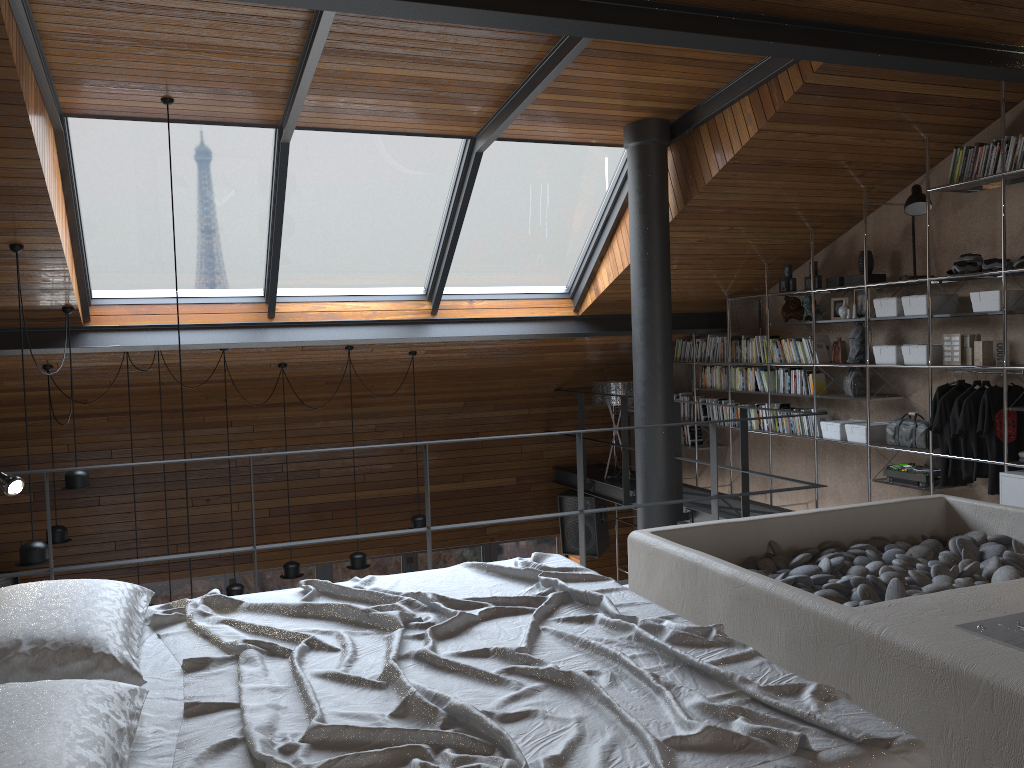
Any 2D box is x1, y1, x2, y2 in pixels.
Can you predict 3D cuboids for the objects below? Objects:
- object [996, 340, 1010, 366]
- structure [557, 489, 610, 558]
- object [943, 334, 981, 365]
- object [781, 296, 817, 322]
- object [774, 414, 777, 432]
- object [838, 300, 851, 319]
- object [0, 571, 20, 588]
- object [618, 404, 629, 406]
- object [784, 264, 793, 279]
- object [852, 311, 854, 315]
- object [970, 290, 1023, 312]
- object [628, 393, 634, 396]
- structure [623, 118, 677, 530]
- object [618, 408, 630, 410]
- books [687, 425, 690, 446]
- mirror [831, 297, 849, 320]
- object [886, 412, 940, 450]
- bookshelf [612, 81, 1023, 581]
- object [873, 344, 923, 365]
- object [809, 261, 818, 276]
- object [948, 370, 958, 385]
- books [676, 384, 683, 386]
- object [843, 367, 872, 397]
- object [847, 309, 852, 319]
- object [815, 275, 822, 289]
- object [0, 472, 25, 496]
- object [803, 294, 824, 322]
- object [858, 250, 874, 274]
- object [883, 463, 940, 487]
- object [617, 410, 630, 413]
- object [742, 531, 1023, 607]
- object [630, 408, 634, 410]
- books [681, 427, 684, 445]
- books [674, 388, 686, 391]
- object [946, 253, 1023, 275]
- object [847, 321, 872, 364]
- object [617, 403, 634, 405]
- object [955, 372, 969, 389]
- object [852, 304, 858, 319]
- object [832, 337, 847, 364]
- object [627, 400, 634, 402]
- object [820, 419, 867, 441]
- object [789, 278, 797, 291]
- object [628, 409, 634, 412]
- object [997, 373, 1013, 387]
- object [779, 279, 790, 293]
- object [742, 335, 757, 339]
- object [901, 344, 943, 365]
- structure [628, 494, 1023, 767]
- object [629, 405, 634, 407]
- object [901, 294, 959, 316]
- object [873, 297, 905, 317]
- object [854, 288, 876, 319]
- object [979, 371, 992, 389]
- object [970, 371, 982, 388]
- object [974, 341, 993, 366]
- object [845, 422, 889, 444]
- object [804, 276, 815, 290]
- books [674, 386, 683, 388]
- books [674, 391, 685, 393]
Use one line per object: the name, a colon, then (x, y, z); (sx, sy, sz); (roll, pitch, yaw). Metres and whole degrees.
object: (3.044, -0.192, 5.502); (0.074, 0.156, 0.078); (-1, 3, 28)
structure: (0.825, 1.529, 9.890); (0.461, 0.735, 0.488); (-1, 3, 29)
object: (2.946, -0.228, 5.797); (0.142, 0.205, 0.196); (-3, 3, -23)
object: (2.354, -0.618, 7.276); (0.278, 0.222, 0.138); (-1, 3, 25)
object: (2.280, 0.308, 7.505); (0.131, 0.180, 0.042); (-3, 3, -22)
object: (2.524, -0.564, 6.725); (0.091, 0.146, 0.091); (-1, 3, 13)
object: (-4.596, 2.830, 7.680); (0.686, 2.298, 0.639); (-1, 3, 17)
object: (1.335, 0.234, 10.015); (0.224, 0.017, 0.167); (-3, 3, -21)
object: (2.273, -0.924, 7.301); (0.029, 0.114, 0.084); (-3, 3, -14)
object: (2.635, -0.570, 6.773); (0.067, 0.150, 0.067); (-1, 3, 18)
object: (3.042, -0.514, 5.510); (0.290, 0.124, 0.222); (-3, 3, -21)
object: (1.315, 0.121, 10.018); (0.246, 0.016, 0.182); (-3, 3, -21)
structure: (1.127, 1.005, 6.113); (1.197, 5.700, 1.689); (-3, 3, -21)
object: (1.336, 0.273, 10.028); (0.218, 0.013, 0.161); (-3, 3, -21)
books: (1.803, 0.505, 8.768); (0.131, 0.205, 0.051); (-3, 3, -21)
mirror: (2.541, -0.581, 6.852); (0.130, 0.168, 0.069); (0, 3, 39)
object: (2.808, 0.320, 6.207); (0.166, 0.247, 0.376); (-3, 3, -23)
bookshelf: (3.278, 0.716, 5.179); (0.421, 6.219, 10.739); (-3, 3, -21)
object: (2.751, -0.210, 6.289); (0.295, 0.136, 0.228); (-3, 3, -21)
object: (2.410, -0.921, 7.088); (0.029, 0.114, 0.084); (-2, 3, -9)
object: (2.923, -0.033, 5.845); (0.283, 0.118, 0.016); (-3, 3, -21)
books: (1.640, 0.014, 9.201); (0.228, 0.016, 0.182); (-3, 3, -21)
object: (2.615, -0.029, 6.719); (0.166, 0.240, 0.390); (-1, 3, 11)
object: (2.511, -0.522, 6.606); (0.037, 0.077, 0.037); (-4, 3, -35)
object: (2.436, -0.805, 7.049); (0.029, 0.117, 0.086); (-2, 3, 4)
object: (-1.662, 0.341, 2.848); (0.165, 0.106, 0.085); (-2, 3, 7)
object: (2.403, -0.608, 7.079); (0.197, 0.220, 0.102); (-4, 3, -37)
object: (2.625, -0.897, 6.575); (0.115, 0.177, 0.115); (-2, 3, 4)
object: (2.860, 0.632, 6.213); (0.320, 0.114, 0.404); (-3, 3, -21)
object: (1.328, 0.305, 10.016); (0.234, 0.025, 0.176); (-3, 3, -21)
object: (1.645, 0.825, 3.606); (1.842, 0.246, 1.435); (-3, 3, -21)
object: (1.422, 0.270, 9.767); (0.201, 0.013, 0.161); (-3, 3, -21)
books: (1.741, 0.516, 8.888); (0.112, 0.177, 0.009); (-3, 3, -21)
books: (1.665, 0.056, 9.194); (0.234, 0.028, 0.180); (-3, 3, -21)
object: (3.021, -0.766, 5.543); (0.286, 0.141, 0.657); (-3, 3, -28)
object: (2.589, -0.298, 6.630); (0.157, 0.339, 0.229); (-2, 3, 6)
object: (1.328, 0.219, 9.996); (0.246, 0.016, 0.182); (-3, 3, -21)
object: (2.939, 0.010, 5.801); (0.387, 0.197, 0.009); (-3, 3, -25)
object: (2.538, -0.540, 6.562); (0.037, 0.114, 0.037); (-4, 3, -35)
object: (2.524, -0.260, 6.853); (0.082, 0.202, 0.227); (0, 3, 30)
object: (1.323, 0.180, 9.994); (0.252, 0.028, 0.180); (-3, 3, -21)
object: (2.566, 0.353, 6.838); (0.295, 0.136, 0.228); (-3, 3, -21)
object: (2.302, -0.808, 7.264); (0.029, 0.117, 0.086); (-2, 3, -1)
object: (1.434, 0.287, 9.772); (0.262, 0.025, 0.176); (-3, 3, -21)
object: (3.056, -0.021, 5.502); (0.283, 0.118, 0.016); (-3, 3, -21)
object: (2.258, -0.810, 7.351); (0.029, 0.117, 0.086); (-4, 3, -35)
object: (2.119, -0.313, 7.900); (0.146, 0.240, 0.023); (-3, 3, -21)
object: (2.847, -0.202, 6.041); (0.295, 0.136, 0.228); (-3, 3, -21)
structure: (0.590, 0.738, 2.596); (4.614, 1.120, 2.634); (-3, 3, -21)
object: (1.412, 0.241, 9.772); (0.203, 0.013, 0.161); (-3, 3, -21)
object: (2.841, -0.537, 6.028); (0.295, 0.136, 0.228); (-3, 3, -21)
object: (2.746, -0.545, 6.270); (0.295, 0.136, 0.228); (-3, 3, -21)
object: (2.604, -0.593, 6.543); (0.062, 0.219, 0.157); (-3, 3, -21)
object: (3.007, 0.016, 5.626); (0.387, 0.197, 0.009); (-3, 3, -25)
object: (2.983, 0.014, 5.687); (0.387, 0.197, 0.009); (-3, 3, -25)
object: (2.963, -0.193, 5.571); (0.074, 0.156, 0.078); (-2, 3, -6)
object: (2.663, 0.361, 6.588); (0.295, 0.136, 0.228); (-3, 3, -21)
object: (2.399, -0.808, 7.140); (0.029, 0.117, 0.086); (-3, 3, -31)
books: (1.639, 0.033, 9.201); (0.216, 0.021, 0.174); (-3, 3, -21)
books: (1.644, 0.079, 9.186); (0.228, 0.016, 0.182); (-3, 3, -21)
